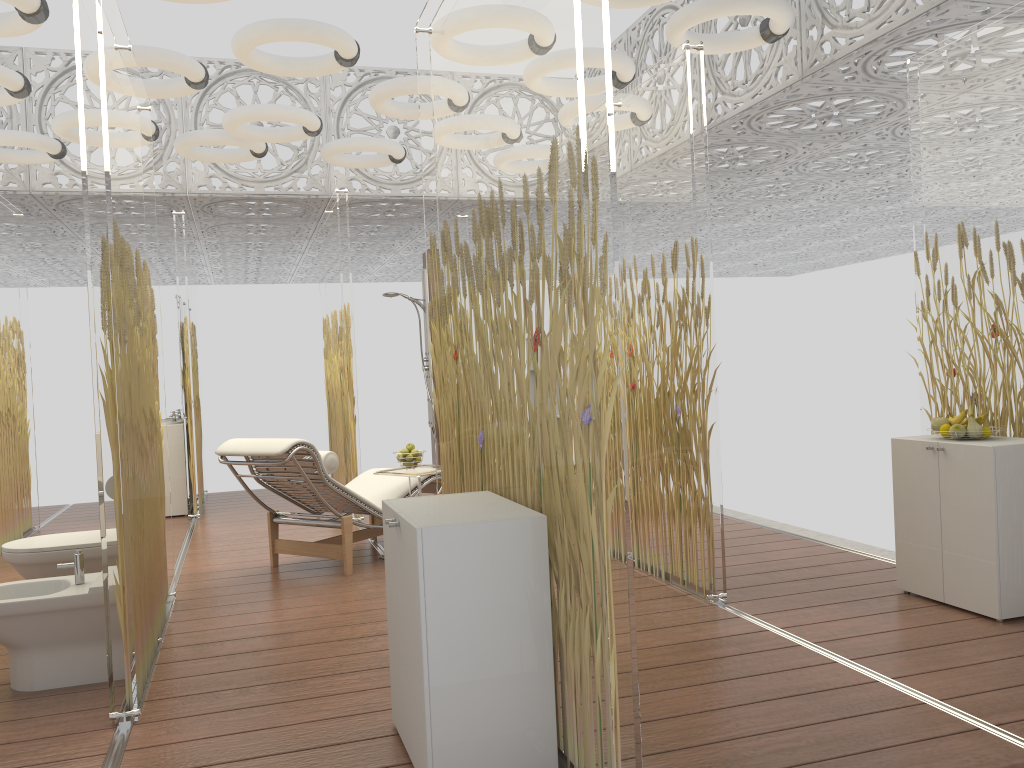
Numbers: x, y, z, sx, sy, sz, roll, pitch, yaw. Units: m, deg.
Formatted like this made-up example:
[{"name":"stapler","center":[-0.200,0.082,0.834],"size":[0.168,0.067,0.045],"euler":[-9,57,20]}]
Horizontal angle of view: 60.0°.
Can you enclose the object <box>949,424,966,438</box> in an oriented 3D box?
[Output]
[{"name":"object","center":[1.961,0.208,3.916],"size":[0.066,0.065,0.091],"euler":[-3,1,-2]}]

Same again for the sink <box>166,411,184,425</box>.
[{"name":"sink","center":[-3.181,0.384,7.901],"size":[0.499,0.266,0.573],"euler":[-3,1,-14]}]

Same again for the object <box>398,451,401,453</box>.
[{"name":"object","center":[-0.684,0.436,5.510],"size":[0.047,0.048,0.047],"euler":[-2,1,35]}]

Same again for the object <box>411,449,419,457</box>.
[{"name":"object","center":[-0.596,0.426,5.445],"size":[0.050,0.054,0.055],"euler":[-2,1,42]}]

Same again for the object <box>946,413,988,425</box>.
[{"name":"object","center":[2.077,0.168,4.031],"size":[0.051,0.079,0.186],"euler":[-3,1,-39]}]

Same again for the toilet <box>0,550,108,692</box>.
[{"name":"toilet","center":[-1.835,0.917,3.473],"size":[0.611,0.506,0.401],"euler":[-3,1,-17]}]

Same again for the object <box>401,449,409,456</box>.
[{"name":"object","center":[-0.654,0.417,5.415],"size":[0.047,0.045,0.047],"euler":[-3,1,-16]}]

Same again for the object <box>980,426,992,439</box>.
[{"name":"object","center":[2.078,0.214,3.913],"size":[0.066,0.055,0.055],"euler":[-2,1,31]}]

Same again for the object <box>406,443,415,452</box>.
[{"name":"object","center":[-0.626,0.391,5.469],"size":[0.055,0.056,0.055],"euler":[-3,1,-17]}]

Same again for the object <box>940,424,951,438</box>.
[{"name":"object","center":[1.947,0.211,3.973],"size":[0.056,0.066,0.053],"euler":[-3,1,-15]}]

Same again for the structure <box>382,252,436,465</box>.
[{"name":"structure","center":[-0.938,-0.161,9.044],"size":[0.624,2.402,0.433],"euler":[-3,1,-31]}]

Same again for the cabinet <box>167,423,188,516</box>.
[{"name":"cabinet","center":[-3.179,0.753,7.899],"size":[0.549,0.782,0.643],"euler":[-3,1,-17]}]

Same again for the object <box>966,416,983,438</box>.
[{"name":"object","center":[2.026,0.189,3.883],"size":[0.064,0.097,0.064],"euler":[-3,1,-26]}]

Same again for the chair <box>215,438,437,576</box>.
[{"name":"chair","center":[-0.965,0.684,5.626],"size":[0.635,0.811,1.787],"euler":[-2,1,33]}]

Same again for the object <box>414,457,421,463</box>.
[{"name":"object","center":[-0.580,0.467,5.458],"size":[0.045,0.042,0.045],"euler":[-3,1,-22]}]

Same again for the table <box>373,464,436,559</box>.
[{"name":"table","center":[-0.548,0.791,5.482],"size":[0.420,0.535,0.420],"euler":[-2,1,43]}]

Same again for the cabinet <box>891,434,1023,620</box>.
[{"name":"cabinet","center":[2.058,0.601,3.953],"size":[0.358,0.712,0.595],"euler":[-3,1,-17]}]

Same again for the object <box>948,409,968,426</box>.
[{"name":"object","center":[1.995,0.150,3.987],"size":[0.035,0.084,0.200],"euler":[-3,1,5]}]

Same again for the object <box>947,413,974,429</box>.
[{"name":"object","center":[2.029,0.171,3.995],"size":[0.032,0.085,0.186],"euler":[-3,1,-6]}]

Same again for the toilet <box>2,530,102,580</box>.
[{"name":"toilet","center":[-2.055,0.945,4.196],"size":[0.611,0.437,0.401],"euler":[-3,1,-17]}]

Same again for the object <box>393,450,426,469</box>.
[{"name":"object","center":[-0.631,0.471,5.473],"size":[0.206,0.105,0.206],"euler":[-2,1,28]}]

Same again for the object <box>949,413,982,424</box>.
[{"name":"object","center":[2.051,0.162,3.987],"size":[0.045,0.064,0.202],"euler":[-3,1,-13]}]

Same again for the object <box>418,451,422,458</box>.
[{"name":"object","center":[-0.584,0.438,5.499],"size":[0.055,0.048,0.054],"euler":[-3,1,-24]}]

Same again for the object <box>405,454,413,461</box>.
[{"name":"object","center":[-0.627,0.450,5.415],"size":[0.047,0.045,0.047],"euler":[-3,1,-13]}]

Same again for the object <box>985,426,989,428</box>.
[{"name":"object","center":[2.062,0.195,4.013],"size":[0.030,0.090,0.195],"euler":[-3,1,-33]}]

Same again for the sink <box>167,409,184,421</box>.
[{"name":"sink","center":[-3.391,0.384,8.587],"size":[0.499,0.266,0.573],"euler":[-3,1,-20]}]

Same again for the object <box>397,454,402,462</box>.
[{"name":"object","center":[-0.682,0.454,5.467],"size":[0.058,0.058,0.058],"euler":[-2,1,40]}]

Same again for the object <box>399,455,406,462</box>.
[{"name":"object","center":[-0.669,0.455,5.427],"size":[0.040,0.040,0.039],"euler":[-3,1,-25]}]

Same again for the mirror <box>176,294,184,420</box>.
[{"name":"mirror","center":[-3.065,-0.230,8.308],"size":[0.009,1.081,1.422],"euler":[-3,1,-17]}]

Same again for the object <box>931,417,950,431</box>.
[{"name":"object","center":[1.948,0.184,4.034],"size":[0.077,0.067,0.078],"euler":[-3,1,-16]}]

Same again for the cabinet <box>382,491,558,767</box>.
[{"name":"cabinet","center":[-0.147,0.720,2.634],"size":[0.358,0.712,0.595],"euler":[-3,1,-17]}]
